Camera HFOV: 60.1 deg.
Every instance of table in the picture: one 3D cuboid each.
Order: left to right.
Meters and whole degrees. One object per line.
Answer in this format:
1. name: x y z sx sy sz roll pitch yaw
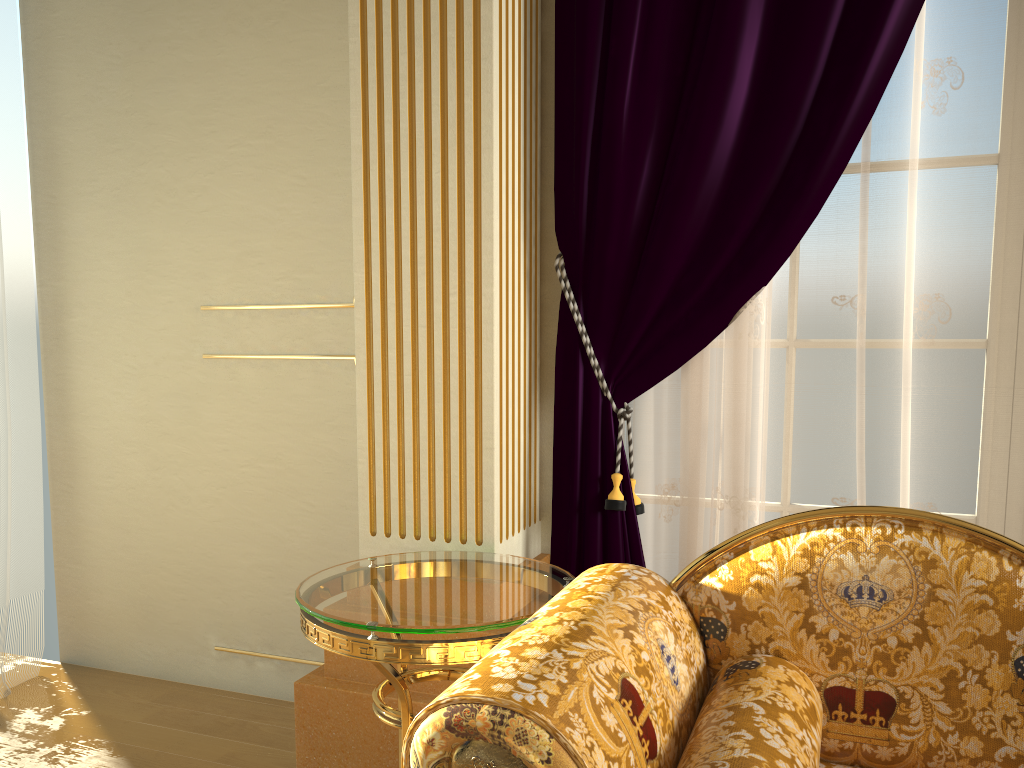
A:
1. table: -0.148 0.727 1.842 0.570 0.647 0.568 -2 5 -24

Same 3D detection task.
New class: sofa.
1. sofa: 0.838 0.648 1.028 1.892 0.877 0.689 1 5 21

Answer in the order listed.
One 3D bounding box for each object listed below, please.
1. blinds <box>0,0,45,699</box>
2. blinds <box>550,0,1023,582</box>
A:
1. blinds: -1.936 -0.213 1.923 0.164 2.524 2.154 3 6 23
2. blinds: 1.118 -0.283 1.843 2.233 2.672 0.337 2 7 21
